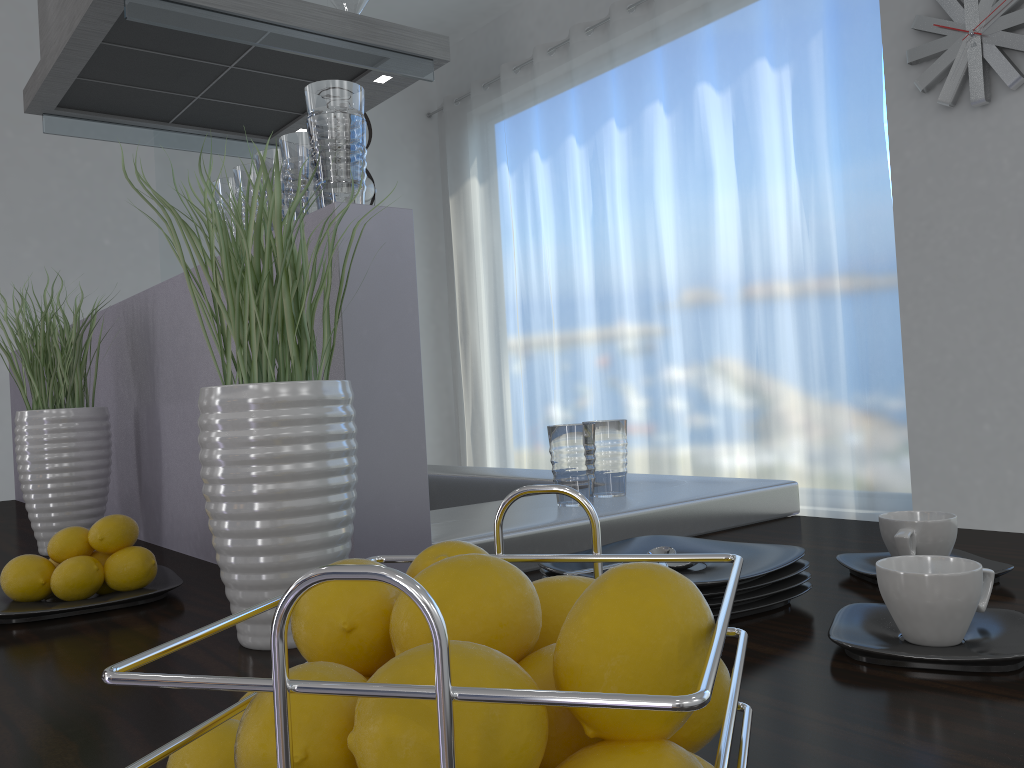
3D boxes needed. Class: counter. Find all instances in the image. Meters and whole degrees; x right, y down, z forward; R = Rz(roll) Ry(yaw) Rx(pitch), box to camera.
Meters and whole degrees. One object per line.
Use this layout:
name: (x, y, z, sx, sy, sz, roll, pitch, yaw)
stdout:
counter: (-0.355, 0.469, 1.509, 1.302, 1.300, 3.291, -3, -1, -38)

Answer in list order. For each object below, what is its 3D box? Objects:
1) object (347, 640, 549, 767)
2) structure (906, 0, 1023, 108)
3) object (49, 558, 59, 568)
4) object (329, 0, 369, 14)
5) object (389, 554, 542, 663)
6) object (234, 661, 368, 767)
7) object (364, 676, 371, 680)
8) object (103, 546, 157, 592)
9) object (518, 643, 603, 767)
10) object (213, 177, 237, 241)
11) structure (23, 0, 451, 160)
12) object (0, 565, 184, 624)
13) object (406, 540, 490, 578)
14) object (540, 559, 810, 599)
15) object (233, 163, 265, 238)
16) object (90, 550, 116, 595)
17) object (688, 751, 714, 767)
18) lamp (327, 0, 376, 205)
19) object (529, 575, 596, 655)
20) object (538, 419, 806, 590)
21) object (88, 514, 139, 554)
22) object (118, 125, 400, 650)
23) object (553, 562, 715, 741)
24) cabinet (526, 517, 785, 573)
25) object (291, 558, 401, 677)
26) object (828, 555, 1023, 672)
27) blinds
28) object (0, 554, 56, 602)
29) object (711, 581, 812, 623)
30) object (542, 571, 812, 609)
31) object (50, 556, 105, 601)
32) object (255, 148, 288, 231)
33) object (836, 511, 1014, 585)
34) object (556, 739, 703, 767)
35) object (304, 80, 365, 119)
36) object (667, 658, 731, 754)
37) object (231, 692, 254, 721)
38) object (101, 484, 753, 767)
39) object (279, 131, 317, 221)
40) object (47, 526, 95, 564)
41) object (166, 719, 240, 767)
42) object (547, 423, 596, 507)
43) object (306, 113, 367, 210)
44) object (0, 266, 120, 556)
object: (-0.020, 0.109, 0.280, 0.063, 0.053, 0.051, -3, -1, -25)
structure: (1.651, -1.246, 3.157, 0.076, 0.505, 0.505, -3, -1, -38)
object: (-0.562, 0.237, 1.116, 0.053, 0.051, 0.063, -3, -1, -34)
object: (-0.468, -1.047, 2.569, 0.137, 0.174, 0.137, -4, -1, 17)
object: (-0.018, 0.095, 0.351, 0.063, 0.053, 0.051, -3, -1, -36)
object: (-0.070, 0.124, 0.309, 0.053, 0.052, 0.061, -3, -1, -25)
object: (-0.064, 0.146, 0.362, 0.062, 0.053, 0.052, -4, -1, 24)
object: (-0.459, 0.223, 1.068, 0.063, 0.053, 0.051, -3, -1, 2)
object: (0.025, 0.124, 0.336, 0.061, 0.051, 0.055, -2, -1, -43)
object: (-0.407, -0.242, 1.327, 0.072, 0.119, 0.071, -4, -1, 12)
structure: (-0.863, -1.422, 2.612, 0.915, 1.231, 0.981, -3, -1, -38)
object: (-0.532, 0.258, 1.088, 0.232, 0.020, 0.232, -3, -1, -29)
object: (-0.027, 0.104, 0.418, 0.052, 0.060, 0.057, -4, -1, 40)
object: (0.165, 0.196, 0.915, 0.232, 0.020, 0.232, -3, -1, -34)
object: (-0.358, -0.246, 1.263, 0.071, 0.119, 0.072, -3, -1, 2)
object: (-0.498, 0.230, 1.103, 0.071, 0.060, 0.057, -3, -1, -36)
object: (0.060, 0.169, 0.345, 0.062, 0.053, 0.052, -3, -1, -1)
lamp: (-0.933, -1.107, 5.027, 0.367, 2.370, 0.180, -2, -1, -44)
object: (0.025, 0.113, 0.403, 0.063, 0.051, 0.053, -3, -1, 8)
object: (0.118, 0.129, 1.099, 0.269, 0.147, 0.646, -3, -1, -13)
object: (-0.486, 0.184, 1.083, 0.053, 0.048, 0.063, -4, -1, 18)
object: (-0.240, -0.005, 0.841, 0.269, 0.502, 0.247, -3, -1, 5)
object: (0.042, 0.092, 0.303, 0.059, 0.060, 0.050, -3, -1, -38)
cabinet: (-0.352, 0.693, 1.500, 1.377, 0.852, 3.285, -3, -1, -38)
object: (-0.067, 0.101, 0.384, 0.053, 0.051, 0.063, -4, -1, 10)
object: (0.335, 0.179, 0.712, 0.153, 0.069, 0.153, -4, -1, 26)
blinds: (0.540, -0.443, 4.820, 0.120, 3.112, 3.245, -3, -1, -38)
object: (-0.576, 0.233, 1.059, 0.060, 0.058, 0.070, -3, -1, -39)
object: (0.166, 0.216, 0.914, 0.232, 0.020, 0.232, -3, -1, -29)
object: (0.165, 0.206, 0.914, 0.232, 0.020, 0.232, -3, -1, -29)
object: (-0.513, 0.230, 1.046, 0.061, 0.054, 0.052, -4, -1, 29)
object: (-0.308, -0.250, 1.200, 0.071, 0.119, 0.072, -3, -1, 2)
object: (0.442, 0.177, 0.963, 0.153, 0.069, 0.153, -3, -1, -4)
object: (0.036, 0.141, 0.285, 0.061, 0.054, 0.053, -3, -1, 8)
object: (-0.212, -0.296, 1.073, 0.071, 0.119, 0.072, -3, -1, 2)
object: (0.066, 0.138, 0.389, 0.060, 0.055, 0.053, -3, -1, 5)
object: (-0.147, 0.211, 0.548, 0.053, 0.051, 0.063, -4, -1, 21)
object: (-0.009, 0.137, 0.342, 0.189, 0.174, 0.207, -4, -1, 17)
object: (-0.259, -0.254, 1.136, 0.071, 0.119, 0.072, -3, -1, 2)
object: (-0.538, 0.197, 1.084, 0.053, 0.047, 0.061, -3, -1, -35)
object: (-0.160, 0.211, 0.485, 0.053, 0.051, 0.063, -3, -1, -34)
object: (0.091, 0.120, 1.311, 0.071, 0.119, 0.072, -3, -1, -38)
object: (-0.209, -0.258, 1.072, 0.071, 0.119, 0.072, -3, -1, 2)
object: (-0.803, 0.040, 1.528, 0.247, 0.502, 0.269, -3, -1, -38)
